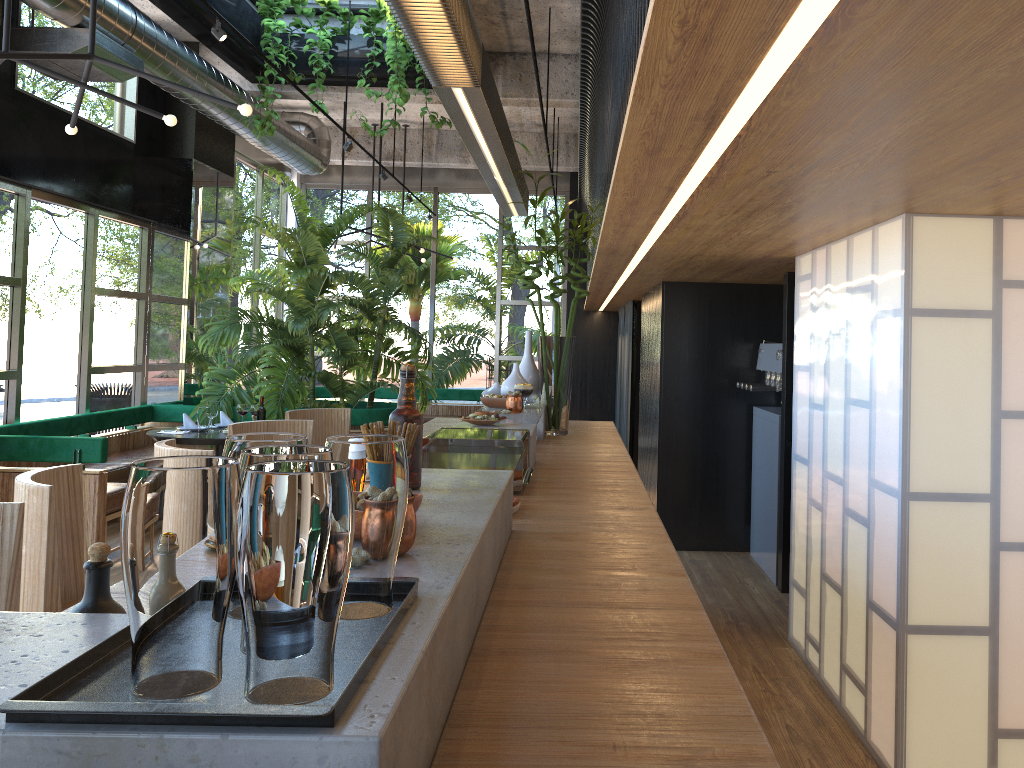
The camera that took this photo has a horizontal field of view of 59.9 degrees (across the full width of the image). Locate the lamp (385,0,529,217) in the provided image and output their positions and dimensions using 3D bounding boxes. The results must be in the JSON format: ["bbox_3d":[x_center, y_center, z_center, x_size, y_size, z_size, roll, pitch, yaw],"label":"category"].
[{"bbox_3d":[1.065,-1.931,2.299,5.013,2.133,6.699,1,2,-4],"label":"lamp"}]

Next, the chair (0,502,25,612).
[{"bbox_3d":[-1.225,0.779,1.835,0.572,0.970,0.521,2,-1,-41],"label":"chair"}]

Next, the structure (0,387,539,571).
[{"bbox_3d":[-0.973,0.597,2.903,6.029,1.549,20.131,2,3,4],"label":"structure"}]

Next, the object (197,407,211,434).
[{"bbox_3d":[-2.433,0.288,7.013,0.101,0.209,0.110,1,-1,36],"label":"object"}]

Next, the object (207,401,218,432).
[{"bbox_3d":[-2.428,0.262,7.182,0.095,0.245,0.090,2,-2,-15],"label":"object"}]

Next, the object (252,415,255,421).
[{"bbox_3d":[-2.144,0.312,7.162,0.143,0.124,0.097,1,0,-18],"label":"object"}]

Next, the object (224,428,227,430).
[{"bbox_3d":[-2.345,0.372,7.299,0.032,0.019,0.038,2,2,14],"label":"object"}]

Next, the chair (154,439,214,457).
[{"bbox_3d":[-1.094,0.710,3.419,0.528,0.970,0.565,1,-1,25],"label":"chair"}]

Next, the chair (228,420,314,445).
[{"bbox_3d":[-1.056,0.677,4.169,0.566,0.970,0.527,2,-1,-23],"label":"chair"}]

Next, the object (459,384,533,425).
[{"bbox_3d":[-0.071,0.080,3.843,0.208,0.134,0.811,2,3,10],"label":"object"}]

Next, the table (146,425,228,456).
[{"bbox_3d":[-2.378,0.760,7.227,1.145,0.751,1.055,1,1,-30],"label":"table"}]

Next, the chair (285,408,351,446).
[{"bbox_3d":[-0.997,0.641,4.978,0.538,0.970,0.555,1,-1,12],"label":"chair"}]

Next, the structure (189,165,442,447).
[{"bbox_3d":[-2.009,-0.625,9.618,2.484,3.440,2.611,2,0,-13],"label":"structure"}]

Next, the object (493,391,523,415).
[{"bbox_3d":[-0.018,0.084,4.098,0.161,0.107,0.086,0,1,-43],"label":"object"}]

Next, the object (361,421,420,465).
[{"bbox_3d":[-0.253,0.157,1.796,0.103,0.162,0.107,1,-1,36],"label":"object"}]

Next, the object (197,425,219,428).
[{"bbox_3d":[-2.602,0.356,7.524,0.165,0.019,0.243,-1,3,-38],"label":"object"}]

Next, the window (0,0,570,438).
[{"bbox_3d":[-2.016,-1.908,2.963,4.139,6.494,20.379,2,2,4],"label":"window"}]

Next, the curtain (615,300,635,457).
[{"bbox_3d":[1.388,0.019,11.090,0.121,2.059,3.277,1,1,4],"label":"curtain"}]

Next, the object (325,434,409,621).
[{"bbox_3d":[-0.180,0.169,1.069,0.110,0.209,0.100,3,-2,-44],"label":"object"}]

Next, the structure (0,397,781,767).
[{"bbox_3d":[1.365,0.602,2.066,5.846,1.730,7.130,2,2,2],"label":"structure"}]

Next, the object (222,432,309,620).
[{"bbox_3d":[-0.296,0.167,1.059,0.110,0.209,0.100,3,-2,-44],"label":"object"}]

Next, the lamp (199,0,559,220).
[{"bbox_3d":[-1.361,-2.538,7.522,3.795,1.531,10.021,2,3,1],"label":"lamp"}]

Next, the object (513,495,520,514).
[{"bbox_3d":[-0.125,0.341,2.526,0.287,0.037,0.311,3,3,30],"label":"object"}]

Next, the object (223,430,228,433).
[{"bbox_3d":[-2.159,0.379,7.254,0.235,0.019,0.359,2,3,12],"label":"object"}]

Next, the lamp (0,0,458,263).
[{"bbox_3d":[-0.671,-2.165,3.243,5.085,1.823,18.919,2,3,4],"label":"lamp"}]

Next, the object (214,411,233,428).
[{"bbox_3d":[-2.423,0.302,7.604,0.238,0.139,0.227,1,1,-15],"label":"object"}]

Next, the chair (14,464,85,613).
[{"bbox_3d":[-1.156,0.746,2.604,0.572,0.970,0.522,2,-1,-38],"label":"chair"}]

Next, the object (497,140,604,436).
[{"bbox_3d":[0.215,-0.509,4.715,0.643,1.551,0.611,0,-2,40],"label":"object"}]

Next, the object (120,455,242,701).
[{"bbox_3d":[-0.309,0.177,0.831,0.110,0.209,0.100,3,-2,-44],"label":"object"}]

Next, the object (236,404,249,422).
[{"bbox_3d":[-2.286,0.273,7.527,0.104,0.201,0.100,2,-1,-9],"label":"object"}]

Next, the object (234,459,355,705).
[{"bbox_3d":[-0.202,0.180,0.821,0.110,0.209,0.100,3,-2,-44],"label":"object"}]

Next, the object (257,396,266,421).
[{"bbox_3d":[-2.011,0.249,7.124,0.067,0.299,0.070,1,-2,18],"label":"object"}]

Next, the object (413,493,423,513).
[{"bbox_3d":[-0.263,0.212,1.539,0.188,0.073,0.232,2,2,22],"label":"object"}]

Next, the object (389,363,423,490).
[{"bbox_3d":[-0.235,0.092,1.966,0.071,0.277,0.078,0,-2,38],"label":"object"}]

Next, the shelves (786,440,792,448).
[{"bbox_3d":[1.967,0.396,5.191,0.523,0.035,0.869,2,3,3],"label":"shelves"}]

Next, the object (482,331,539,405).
[{"bbox_3d":[0.037,-0.086,4.714,0.331,0.398,0.305,2,0,-40],"label":"object"}]

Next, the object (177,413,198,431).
[{"bbox_3d":[-2.619,0.312,7.277,0.238,0.139,0.227,1,1,-15],"label":"object"}]

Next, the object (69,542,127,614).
[{"bbox_3d":[-0.494,0.305,1.145,0.068,0.215,0.169,1,-1,28],"label":"object"}]

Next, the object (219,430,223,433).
[{"bbox_3d":[-2.349,0.380,7.196,0.062,0.013,0.148,1,3,-2],"label":"object"}]

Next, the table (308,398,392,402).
[{"bbox_3d":[-2.093,0.586,11.173,1.132,0.751,1.067,1,1,-18],"label":"table"}]

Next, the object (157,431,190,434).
[{"bbox_3d":[-2.651,0.378,7.018,0.255,0.019,0.157,1,3,1],"label":"object"}]

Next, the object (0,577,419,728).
[{"bbox_3d":[-0.271,0.268,0.941,0.272,0.018,0.438,2,3,3],"label":"object"}]

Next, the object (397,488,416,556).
[{"bbox_3d":[-0.217,0.206,1.333,0.161,0.107,0.086,0,1,-43],"label":"object"}]

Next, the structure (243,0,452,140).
[{"bbox_3d":[-1.401,-2.973,8.263,2.087,1.518,1.468,2,0,30],"label":"structure"}]

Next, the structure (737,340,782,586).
[{"bbox_3d":[1.881,0.489,6.169,0.549,1.596,0.838,2,-1,2],"label":"structure"}]

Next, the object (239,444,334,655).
[{"bbox_3d":[-0.242,0.174,0.940,0.101,0.209,0.110,1,-1,36],"label":"object"}]

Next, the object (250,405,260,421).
[{"bbox_3d":[-2.160,0.278,7.487,0.104,0.201,0.100,2,-1,-9],"label":"object"}]

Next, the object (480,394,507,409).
[{"bbox_3d":[-0.052,0.083,4.466,0.188,0.073,0.232,2,2,22],"label":"object"}]
